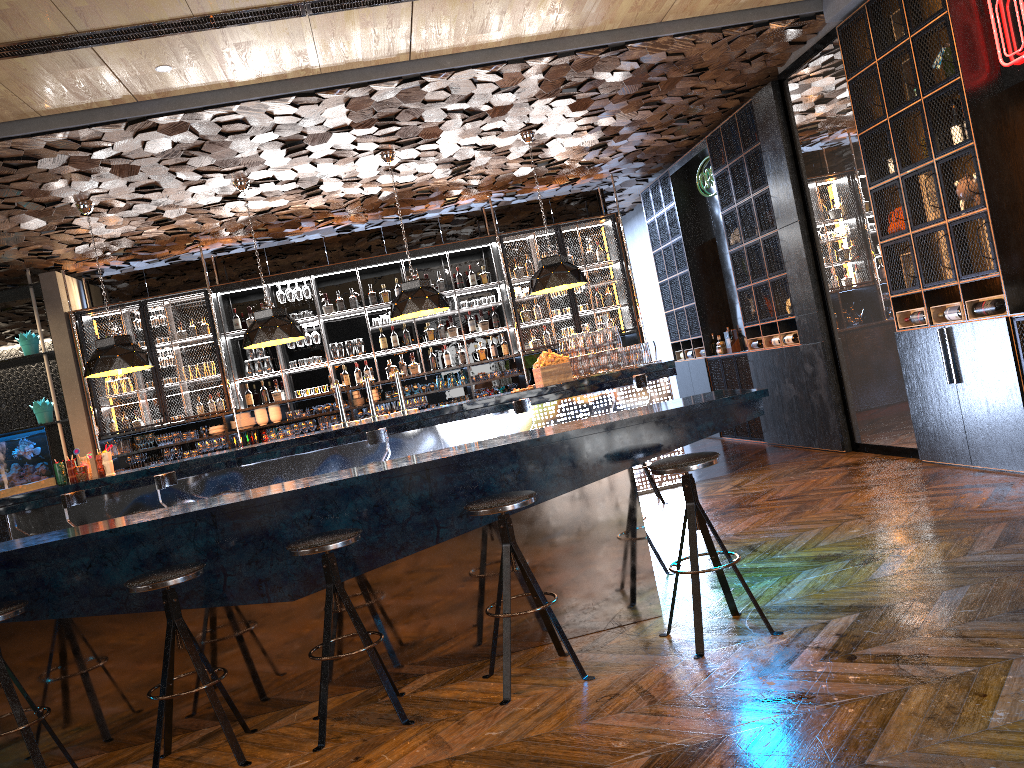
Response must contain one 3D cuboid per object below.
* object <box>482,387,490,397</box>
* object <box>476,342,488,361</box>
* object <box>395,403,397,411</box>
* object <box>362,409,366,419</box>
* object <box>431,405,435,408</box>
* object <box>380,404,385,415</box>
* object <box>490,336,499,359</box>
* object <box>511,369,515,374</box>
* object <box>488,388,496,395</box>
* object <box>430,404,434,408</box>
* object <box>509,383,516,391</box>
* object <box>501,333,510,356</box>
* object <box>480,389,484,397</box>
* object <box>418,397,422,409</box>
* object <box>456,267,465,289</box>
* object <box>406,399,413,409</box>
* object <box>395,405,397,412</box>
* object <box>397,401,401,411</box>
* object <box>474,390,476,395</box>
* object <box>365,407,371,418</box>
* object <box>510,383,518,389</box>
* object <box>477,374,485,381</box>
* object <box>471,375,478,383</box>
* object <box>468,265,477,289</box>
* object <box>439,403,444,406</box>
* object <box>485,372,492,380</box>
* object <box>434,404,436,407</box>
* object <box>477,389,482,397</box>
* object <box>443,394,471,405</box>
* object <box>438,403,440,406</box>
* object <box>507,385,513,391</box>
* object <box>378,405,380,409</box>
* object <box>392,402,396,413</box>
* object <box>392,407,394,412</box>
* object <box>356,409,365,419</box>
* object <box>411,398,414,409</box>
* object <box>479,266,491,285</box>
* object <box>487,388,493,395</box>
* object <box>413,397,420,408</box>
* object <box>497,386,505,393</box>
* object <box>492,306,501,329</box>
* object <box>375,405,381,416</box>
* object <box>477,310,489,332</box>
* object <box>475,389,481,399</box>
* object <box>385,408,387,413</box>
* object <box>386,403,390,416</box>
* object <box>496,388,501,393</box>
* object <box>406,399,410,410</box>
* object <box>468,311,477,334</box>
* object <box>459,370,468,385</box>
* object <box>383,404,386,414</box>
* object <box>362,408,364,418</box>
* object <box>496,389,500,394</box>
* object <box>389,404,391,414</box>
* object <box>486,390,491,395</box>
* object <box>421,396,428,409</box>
[{"bbox_3d":[-0.326,0.137,11.064,0.089,0.174,0.089,-11,1,43],"label":"object"},{"bbox_3d":[-0.381,-0.409,11.221,0.151,0.248,0.094,-11,0,1],"label":"object"},{"bbox_3d":[-1.444,0.335,10.995,0.049,0.231,0.049,-11,0,0],"label":"object"},{"bbox_3d":[-1.853,0.421,10.952,0.108,0.227,0.108,-12,1,-28],"label":"object"},{"bbox_3d":[-0.969,0.307,10.930,0.067,0.100,0.067,-12,0,-15],"label":"object"},{"bbox_3d":[-1.577,0.362,10.864,0.058,0.234,0.058,-12,0,-4],"label":"object"},{"bbox_3d":[-0.238,-0.464,11.255,0.086,0.298,0.086,-11,1,41],"label":"object"},{"bbox_3d":[0.042,-0.162,11.160,0.098,0.070,0.088,-11,1,19],"label":"object"},{"bbox_3d":[-0.238,0.131,11.061,0.106,0.148,0.106,-11,0,11],"label":"object"},{"bbox_3d":[-0.994,0.310,11.152,0.067,0.100,0.067,-12,0,-15],"label":"object"},{"bbox_3d":[0.023,0.075,11.194,0.107,0.152,0.107,-11,0,6],"label":"object"},{"bbox_3d":[-0.095,-0.493,11.261,0.080,0.299,0.080,-12,0,-5],"label":"object"},{"bbox_3d":[-0.360,0.143,11.157,0.089,0.174,0.089,-11,1,43],"label":"object"},{"bbox_3d":[-1.144,0.275,11.042,0.091,0.229,0.091,-12,0,-14],"label":"object"},{"bbox_3d":[-0.663,-1.333,11.205,0.086,0.299,0.086,-11,1,41],"label":"object"},{"bbox_3d":[-1.256,0.299,10.914,0.091,0.229,0.091,-11,1,40],"label":"object"},{"bbox_3d":[-1.440,0.335,10.930,0.049,0.231,0.049,-12,0,-4],"label":"object"},{"bbox_3d":[-1.356,0.319,10.896,0.091,0.229,0.091,-12,1,-21],"label":"object"},{"bbox_3d":[-0.448,0.160,11.178,0.089,0.174,0.089,-11,1,43],"label":"object"},{"bbox_3d":[-1.729,0.396,10.850,0.108,0.227,0.108,-12,1,-37],"label":"object"},{"bbox_3d":[0.039,0.073,11.078,0.107,0.152,0.107,-11,1,18],"label":"object"},{"bbox_3d":[-0.383,-0.080,11.017,0.084,0.082,0.084,-12,0,-7],"label":"object"},{"bbox_3d":[-0.463,-0.063,11.009,0.084,0.082,0.084,-12,0,-15],"label":"object"},{"bbox_3d":[-0.507,-1.365,11.254,0.086,0.298,0.086,-11,1,41],"label":"object"},{"bbox_3d":[-0.867,0.287,10.942,0.067,0.099,0.067,-12,1,-36],"label":"object"},{"bbox_3d":[-0.289,-0.099,11.028,0.084,0.082,0.084,-11,0,10],"label":"object"},{"bbox_3d":[-0.970,0.306,11.043,0.067,0.100,0.067,-12,0,-15],"label":"object"},{"bbox_3d":[-0.425,0.157,11.086,0.089,0.174,0.089,-11,1,43],"label":"object"},{"bbox_3d":[-0.684,0.229,11.081,0.356,0.134,0.206,-12,0,0],"label":"object"},{"bbox_3d":[-0.883,0.289,11.065,0.067,0.099,0.067,-12,1,-36],"label":"object"},{"bbox_3d":[0.002,0.079,11.322,0.107,0.152,0.107,-12,0,-2],"label":"object"},{"bbox_3d":[-1.641,0.374,10.932,0.058,0.234,0.058,-11,0,15],"label":"object"},{"bbox_3d":[-1.433,0.334,10.865,0.049,0.231,0.049,-12,0,-12],"label":"object"},{"bbox_3d":[-1.462,0.338,11.052,0.049,0.231,0.049,-12,0,-5],"label":"object"},{"bbox_3d":[-1.841,0.419,10.833,0.108,0.227,0.108,-12,0,-16],"label":"object"},{"bbox_3d":[-1.236,0.294,11.031,0.091,0.229,0.091,-11,1,24],"label":"object"},{"bbox_3d":[-0.342,-1.371,11.244,0.151,0.248,0.094,-11,1,21],"label":"object"},{"bbox_3d":[-0.251,0.133,11.177,0.106,0.148,0.106,-11,1,25],"label":"object"},{"bbox_3d":[-1.167,0.281,10.926,0.091,0.229,0.091,-11,1,20],"label":"object"},{"bbox_3d":[-0.124,0.108,11.078,0.106,0.148,0.106,-11,0,2],"label":"object"},{"bbox_3d":[-0.211,-0.843,11.256,0.086,0.299,0.086,-11,1,41],"label":"object"},{"bbox_3d":[-1.632,0.373,10.847,0.058,0.234,0.058,-11,1,35],"label":"object"},{"bbox_3d":[-0.371,-0.798,11.216,0.123,0.279,0.123,-12,1,-19],"label":"object"},{"bbox_3d":[-0.423,0.157,10.991,0.089,0.174,0.089,-11,1,43],"label":"object"},{"bbox_3d":[-1.590,0.363,11.048,0.058,0.234,0.058,-12,1,-31],"label":"object"},{"bbox_3d":[-1.507,0.349,10.855,0.049,0.231,0.049,-11,0,4],"label":"object"},{"bbox_3d":[-0.140,0.110,11.194,0.106,0.148,0.106,-11,1,21],"label":"object"},{"bbox_3d":[-1.289,0.304,11.139,0.091,0.229,0.091,-11,1,44],"label":"object"},{"bbox_3d":[-0.513,-0.780,11.219,0.086,0.298,0.086,-11,1,41],"label":"object"},{"bbox_3d":[-0.608,-0.080,10.945,0.101,0.172,0.115,-11,1,22],"label":"object"},{"bbox_3d":[-1.580,0.362,10.960,0.058,0.234,0.058,-11,1,26],"label":"object"},{"bbox_3d":[-1.868,0.423,11.074,0.108,0.227,0.108,-11,1,23],"label":"object"},{"bbox_3d":[-0.157,0.113,11.307,0.106,0.148,0.106,-11,1,31],"label":"object"},{"bbox_3d":[-1.515,0.350,10.983,0.049,0.231,0.049,-11,1,29],"label":"object"},{"bbox_3d":[-0.269,0.136,11.293,0.106,0.148,0.106,-11,0,11],"label":"object"},{"bbox_3d":[-1.073,0.262,10.937,0.091,0.229,0.091,-12,1,-35],"label":"object"}]
